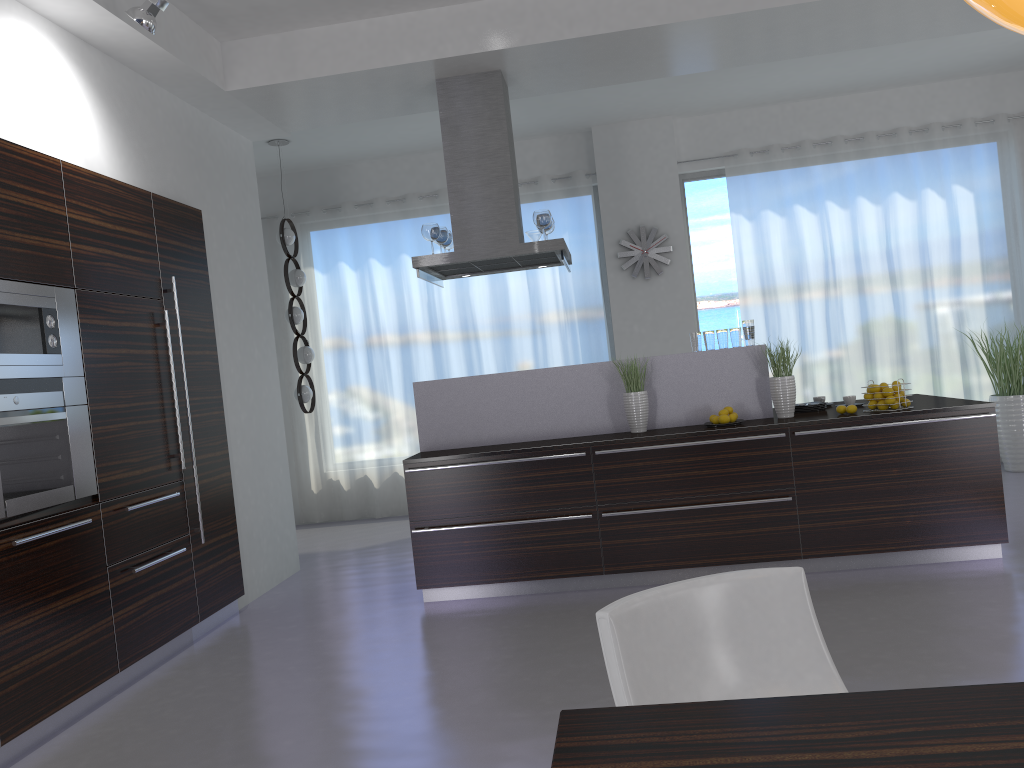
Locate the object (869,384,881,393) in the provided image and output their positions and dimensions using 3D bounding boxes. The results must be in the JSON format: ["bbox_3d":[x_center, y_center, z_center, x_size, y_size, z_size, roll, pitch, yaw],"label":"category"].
[{"bbox_3d":[2.062,0.027,5.042,0.053,0.051,0.063,-7,1,-36],"label":"object"}]

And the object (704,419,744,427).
[{"bbox_3d":[1.245,0.232,5.206,0.232,0.020,0.232,-6,1,15],"label":"object"}]

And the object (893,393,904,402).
[{"bbox_3d":[2.174,0.078,4.997,0.061,0.055,0.051,-6,1,-14],"label":"object"}]

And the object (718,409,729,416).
[{"bbox_3d":[1.240,0.171,5.199,0.061,0.047,0.053,-6,1,10],"label":"object"}]

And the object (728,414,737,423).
[{"bbox_3d":[1.286,0.201,5.190,0.061,0.054,0.052,-6,1,-16],"label":"object"}]

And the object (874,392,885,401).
[{"bbox_3d":[2.083,0.071,5.028,0.062,0.053,0.052,-6,1,-21],"label":"object"}]

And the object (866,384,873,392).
[{"bbox_3d":[2.066,0.030,5.094,0.052,0.060,0.057,-6,1,-5],"label":"object"}]

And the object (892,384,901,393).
[{"bbox_3d":[2.169,0.028,5.002,0.051,0.053,0.063,-6,1,20],"label":"object"}]

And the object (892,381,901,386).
[{"bbox_3d":[2.196,0.011,5.063,0.050,0.060,0.059,-6,1,7],"label":"object"}]

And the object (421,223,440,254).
[{"bbox_3d":[-0.527,-0.940,5.829,0.125,0.221,0.125,-6,1,32],"label":"object"}]

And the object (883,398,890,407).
[{"bbox_3d":[2.123,0.112,5.051,0.057,0.060,0.052,-6,1,13],"label":"object"}]

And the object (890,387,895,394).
[{"bbox_3d":[2.162,0.045,5.074,0.055,0.051,0.061,-6,1,1],"label":"object"}]

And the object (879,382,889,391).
[{"bbox_3d":[2.120,0.018,5.054,0.051,0.053,0.063,-6,1,8],"label":"object"}]

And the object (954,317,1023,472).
[{"bbox_3d":[4.244,0.074,7.482,0.713,1.334,0.656,-6,1,7],"label":"object"}]

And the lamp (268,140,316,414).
[{"bbox_3d":[-1.901,-0.922,7.717,0.180,2.370,0.367,-6,1,1],"label":"lamp"}]

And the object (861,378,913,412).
[{"bbox_3d":[2.135,0.059,5.053,0.189,0.174,0.207,-7,1,-28],"label":"object"}]

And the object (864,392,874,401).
[{"bbox_3d":[2.047,0.072,5.079,0.053,0.051,0.063,-7,1,-24],"label":"object"}]

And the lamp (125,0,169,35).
[{"bbox_3d":[-1.504,-1.848,3.860,0.605,0.511,0.171,-6,1,39],"label":"lamp"}]

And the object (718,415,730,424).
[{"bbox_3d":[1.233,0.206,5.154,0.070,0.058,0.060,-6,1,6],"label":"object"}]

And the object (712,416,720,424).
[{"bbox_3d":[1.203,0.213,5.205,0.063,0.051,0.053,-6,1,11],"label":"object"}]

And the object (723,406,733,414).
[{"bbox_3d":[1.276,0.156,5.236,0.053,0.048,0.063,-7,1,-27],"label":"object"}]

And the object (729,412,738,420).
[{"bbox_3d":[1.308,0.193,5.244,0.063,0.053,0.051,-7,1,-43],"label":"object"}]

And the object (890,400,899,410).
[{"bbox_3d":[2.151,0.117,4.986,0.051,0.053,0.063,-6,1,15],"label":"object"}]

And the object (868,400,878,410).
[{"bbox_3d":[2.062,0.118,5.062,0.060,0.057,0.052,-6,1,9],"label":"object"}]

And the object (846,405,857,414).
[{"bbox_3d":[1.931,0.144,5.045,0.063,0.051,0.053,-6,1,11],"label":"object"}]

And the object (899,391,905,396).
[{"bbox_3d":[2.207,0.059,5.045,0.061,0.054,0.053,-7,1,-37],"label":"object"}]

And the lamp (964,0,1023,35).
[{"bbox_3d":[0.420,-1.276,0.682,0.359,1.974,0.358,-6,1,12],"label":"lamp"}]

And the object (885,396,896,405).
[{"bbox_3d":[2.116,0.093,4.961,0.061,0.054,0.052,-6,1,-16],"label":"object"}]

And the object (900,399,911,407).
[{"bbox_3d":[2.229,0.108,5.025,0.062,0.052,0.053,-7,1,-44],"label":"object"}]

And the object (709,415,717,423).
[{"bbox_3d":[1.201,0.209,5.261,0.052,0.054,0.061,-7,1,-36],"label":"object"}]

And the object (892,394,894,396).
[{"bbox_3d":[2.152,0.077,5.019,0.051,0.053,0.062,-6,1,15],"label":"object"}]

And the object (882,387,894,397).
[{"bbox_3d":[2.115,0.046,4.987,0.061,0.052,0.053,-6,1,20],"label":"object"}]

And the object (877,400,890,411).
[{"bbox_3d":[2.100,0.120,5.015,0.064,0.063,0.074,-6,1,27],"label":"object"}]

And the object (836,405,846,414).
[{"bbox_3d":[1.896,0.147,5.099,0.053,0.051,0.063,-7,1,-24],"label":"object"}]
